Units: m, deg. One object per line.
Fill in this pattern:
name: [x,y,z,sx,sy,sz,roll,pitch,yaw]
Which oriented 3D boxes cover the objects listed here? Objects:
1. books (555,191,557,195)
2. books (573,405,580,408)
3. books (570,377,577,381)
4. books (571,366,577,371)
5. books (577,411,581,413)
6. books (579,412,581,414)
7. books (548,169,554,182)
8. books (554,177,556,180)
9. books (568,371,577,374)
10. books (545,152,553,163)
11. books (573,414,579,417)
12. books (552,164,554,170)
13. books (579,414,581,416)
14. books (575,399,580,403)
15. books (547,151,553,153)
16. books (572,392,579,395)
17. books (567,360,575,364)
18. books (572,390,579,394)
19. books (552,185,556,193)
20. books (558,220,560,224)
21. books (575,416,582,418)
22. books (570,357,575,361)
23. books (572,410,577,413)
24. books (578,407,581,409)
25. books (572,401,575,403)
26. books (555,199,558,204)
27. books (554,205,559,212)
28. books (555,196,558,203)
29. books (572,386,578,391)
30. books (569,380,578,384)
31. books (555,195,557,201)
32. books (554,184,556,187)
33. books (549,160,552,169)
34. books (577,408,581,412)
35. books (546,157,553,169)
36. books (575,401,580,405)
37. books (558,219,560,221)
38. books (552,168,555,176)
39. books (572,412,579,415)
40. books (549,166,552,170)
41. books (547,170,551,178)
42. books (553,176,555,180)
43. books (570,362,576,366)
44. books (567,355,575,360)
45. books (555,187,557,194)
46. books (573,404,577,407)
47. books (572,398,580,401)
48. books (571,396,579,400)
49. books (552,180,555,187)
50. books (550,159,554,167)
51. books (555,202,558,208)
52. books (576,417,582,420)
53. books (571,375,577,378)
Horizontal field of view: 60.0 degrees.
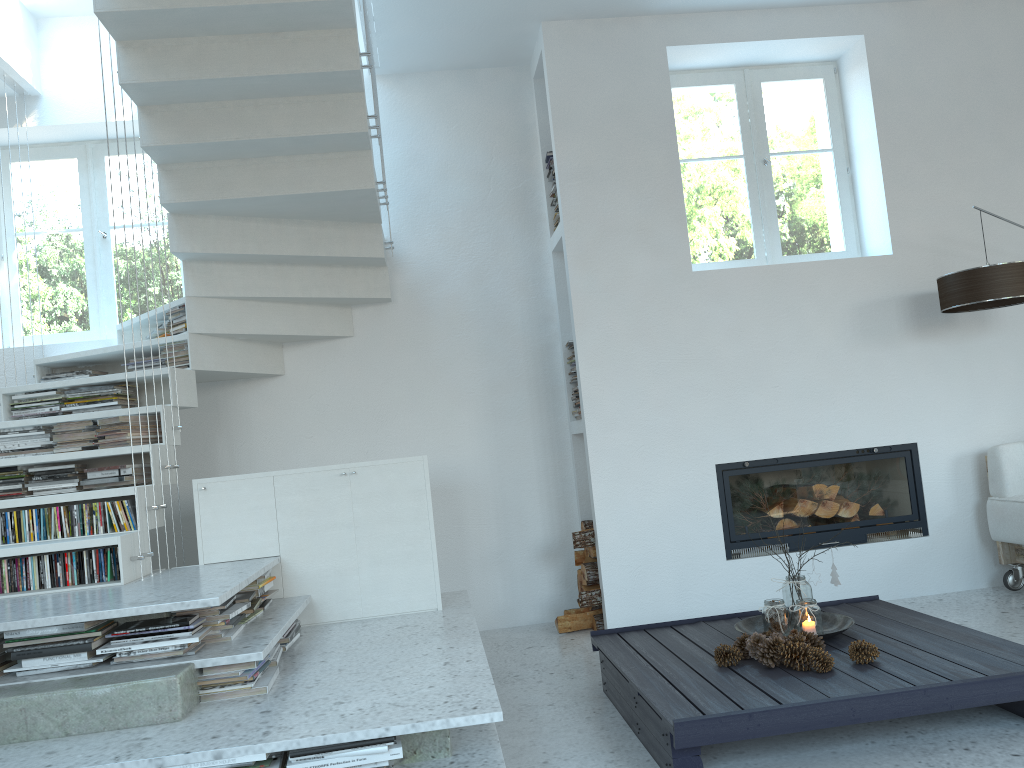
books: [0.358,-1.048,4.818,0.232,0.017,0.135,-6,-4,-4]
books: [0.488,0.113,4.953,0.285,0.006,0.159,-6,-4,-1]
books: [0.476,-0.042,4.960,0.289,0.005,0.169,-6,-4,-2]
books: [0.471,-0.093,4.958,0.262,0.023,0.200,-6,-4,-6]
books: [0.466,0.139,4.740,0.215,0.007,0.131,-6,-4,-6]
books: [0.466,0.146,4.749,0.209,0.007,0.131,-6,-4,-1]
books: [0.359,-1.194,5.033,0.294,0.013,0.184,-6,-4,-4]
books: [0.356,-1.142,4.826,0.231,0.008,0.135,-5,-4,-9]
books: [0.470,-0.076,4.979,0.295,0.007,0.146,-6,-4,-4]
books: [0.338,-1.302,5.058,0.288,0.017,0.136,-6,-4,-2]
books: [0.491,0.161,4.968,0.293,0.008,0.132,-6,-4,-3]
books: [0.349,-1.206,4.833,0.246,0.009,0.145,-6,-4,-4]
books: [0.466,0.155,4.756,0.201,0.010,0.154,-6,-4,-3]
books: [0.459,0.080,4.753,0.225,0.011,0.142,-6,-4,-4]
books: [0.337,-1.314,5.054,0.283,0.008,0.140,-6,-4,-1]
books: [0.455,0.041,4.756,0.252,0.006,0.141,-6,-4,-4]
books: [0.463,-0.136,4.990,0.295,0.007,0.135,-5,-4,-7]
books: [0.480,0.037,4.959,0.282,0.016,0.162,-6,-4,-2]
books: [0.355,-1.070,4.820,0.260,0.009,0.140,-5,-4,-7]
books: [0.375,-0.901,4.820,0.225,0.011,0.142,-5,-4,-9]
books: [0.467,0.166,4.760,0.224,0.010,0.162,-5,-4,-9]
books: [0.463,-0.148,4.980,0.263,0.017,0.156,-6,-4,-5]
books: [0.491,0.139,4.949,0.291,0.007,0.174,-5,-4,-9]
books: [0.463,0.115,4.744,0.207,0.009,0.122,-6,-4,-2]
books: [0.484,0.082,4.955,0.282,0.010,0.169,-6,-4,-3]
books: [0.362,-1.004,4.819,0.234,0.016,0.147,-6,-4,-5]
books: [0.365,-0.969,4.821,0.249,0.013,0.151,-5,-4,-8]
books: [0.361,-1.015,4.815,0.241,0.007,0.133,-6,-4,-4]
books: [0.478,0.014,4.955,0.263,0.016,0.192,-6,-4,-6]
books: [0.472,-0.024,4.971,0.285,0.008,0.159,-6,-4,-5]
books: [0.358,-1.024,4.834,0.237,0.014,0.158,-6,-4,-1]
books: [0.355,-1.078,4.814,0.254,0.006,0.128,-6,-4,-5]
books: [0.353,-1.249,5.036,0.281,0.014,0.170,-6,-4,-1]
books: [0.463,0.129,4.756,0.211,0.016,0.153,-6,-4,-4]
books: [0.352,-1.264,5.038,0.298,0.006,0.192,-6,-4,-6]
books: [0.459,0.093,4.760,0.219,0.013,0.157,-5,-4,-8]
books: [0.370,-0.914,4.829,0.208,0.008,0.164,-5,-4,-11]
books: [0.354,-1.166,4.819,0.259,0.024,0.113,-5,-4,-10]
books: [0.491,0.149,4.955,0.290,0.013,0.157,-5,-4,-10]
books: [0.355,-1.226,5.040,0.289,0.006,0.164,-6,-4,-2]
books: [0.354,-1.210,5.067,0.300,0.007,0.127,-6,-4,-6]
books: [0.354,-1.148,4.842,0.237,0.008,0.170,-5,-4,-8]
books: [0.465,-0.122,4.986,0.269,0.009,0.132,-6,-4,-3]
books: [0.462,-0.161,4.977,0.285,0.008,0.159,-5,-4,-8]
books: [0.356,-1.061,4.821,0.236,0.009,0.128,-6,-4,-1]
books: [0.487,0.105,4.954,0.285,0.012,0.159,-6,-4,-1]
books: [0.460,0.071,4.738,0.264,0.005,0.115,-5,-4,-7]
books: [0.482,0.064,4.966,0.285,0.012,0.159,-5,-4,-7]
books: [0.363,-1.144,5.040,0.267,0.017,0.156,-6,-4,-2]
books: [0.347,-1.223,4.833,0.254,0.024,0.139,-5,-4,-9]
books: [0.364,-0.979,4.819,0.257,0.006,0.136,-6,-4,-2]
books: [0.468,0.175,4.754,0.232,0.011,0.159,-6,-4,-5]
books: [0.474,-0.050,4.970,0.254,0.012,0.161,-5,-4,-8]
